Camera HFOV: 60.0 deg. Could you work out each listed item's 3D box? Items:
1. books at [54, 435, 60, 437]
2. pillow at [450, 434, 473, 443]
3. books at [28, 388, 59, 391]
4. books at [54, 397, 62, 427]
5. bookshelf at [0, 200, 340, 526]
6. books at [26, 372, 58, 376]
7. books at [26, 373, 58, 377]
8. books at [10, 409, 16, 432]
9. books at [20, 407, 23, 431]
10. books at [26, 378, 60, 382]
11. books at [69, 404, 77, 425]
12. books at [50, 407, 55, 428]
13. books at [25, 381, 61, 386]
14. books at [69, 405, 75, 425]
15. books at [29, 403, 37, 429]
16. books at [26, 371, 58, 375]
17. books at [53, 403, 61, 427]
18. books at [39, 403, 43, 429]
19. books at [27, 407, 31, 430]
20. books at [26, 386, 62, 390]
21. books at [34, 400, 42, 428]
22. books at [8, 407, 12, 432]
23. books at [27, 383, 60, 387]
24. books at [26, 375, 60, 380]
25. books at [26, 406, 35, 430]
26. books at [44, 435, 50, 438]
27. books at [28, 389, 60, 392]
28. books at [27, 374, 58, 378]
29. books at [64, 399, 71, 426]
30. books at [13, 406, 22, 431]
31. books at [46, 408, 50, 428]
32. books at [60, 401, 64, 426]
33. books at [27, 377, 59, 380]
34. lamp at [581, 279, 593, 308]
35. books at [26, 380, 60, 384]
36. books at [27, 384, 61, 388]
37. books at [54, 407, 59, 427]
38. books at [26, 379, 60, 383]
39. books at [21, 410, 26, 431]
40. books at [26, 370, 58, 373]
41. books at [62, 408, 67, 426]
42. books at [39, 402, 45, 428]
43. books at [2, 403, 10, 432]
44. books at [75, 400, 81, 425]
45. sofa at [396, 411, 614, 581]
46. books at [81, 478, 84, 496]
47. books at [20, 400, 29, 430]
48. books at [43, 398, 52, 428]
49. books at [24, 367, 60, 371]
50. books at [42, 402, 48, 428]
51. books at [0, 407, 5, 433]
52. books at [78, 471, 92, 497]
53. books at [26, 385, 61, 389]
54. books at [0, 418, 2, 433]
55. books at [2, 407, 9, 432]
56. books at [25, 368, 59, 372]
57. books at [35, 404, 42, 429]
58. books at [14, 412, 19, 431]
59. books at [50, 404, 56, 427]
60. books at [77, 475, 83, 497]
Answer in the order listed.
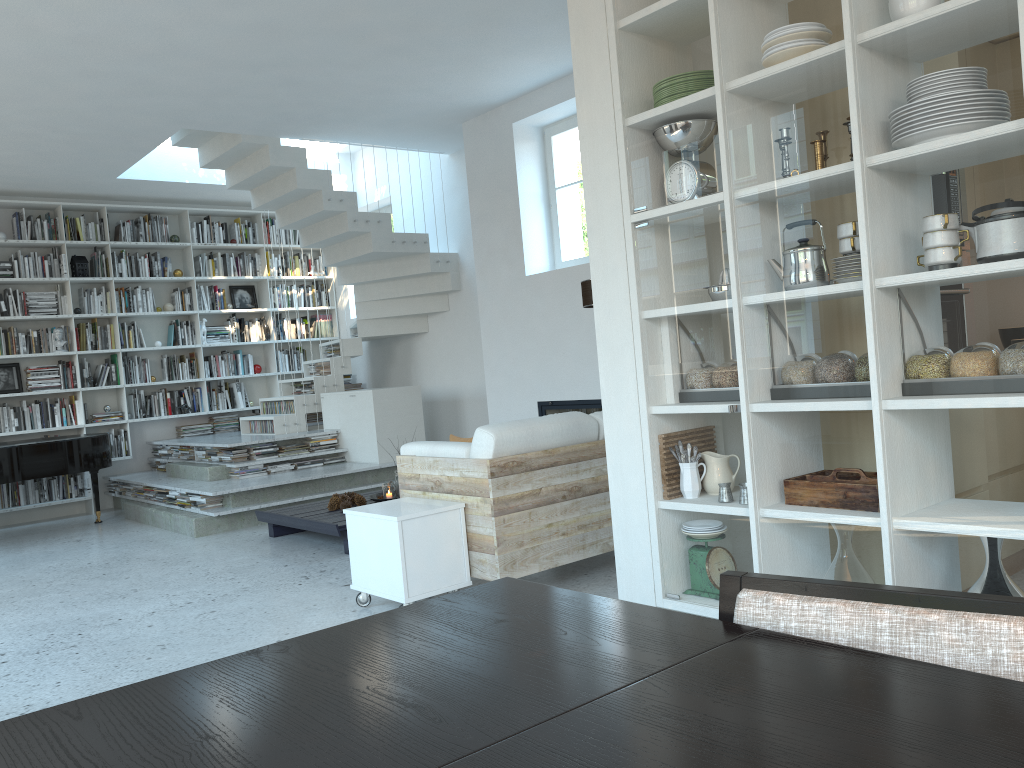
[{"bbox_3d":[-4.521,0.656,8.842,0.015,0.293,0.169,-7,2,-39],"label":"books"},{"bbox_3d":[-0.172,0.416,4.572,0.463,0.339,0.200,-4,2,45],"label":"pillow"},{"bbox_3d":[-4.665,0.055,8.836,0.254,0.012,0.161,-6,2,-37],"label":"books"},{"bbox_3d":[-4.560,0.283,8.912,0.014,0.294,0.137,-7,2,-39],"label":"books"},{"bbox_3d":[-4.589,-0.211,8.828,6.292,3.144,0.330,-6,2,-39],"label":"bookshelf"},{"bbox_3d":[-4.676,-0.101,8.828,0.254,0.012,0.161,-6,2,-43],"label":"books"},{"bbox_3d":[-4.677,-0.088,8.830,0.254,0.012,0.161,-6,2,-42],"label":"books"},{"bbox_3d":[-4.874,0.355,8.632,0.023,0.217,0.174,-7,2,-39],"label":"books"},{"bbox_3d":[-4.824,0.343,8.690,0.013,0.230,0.139,-7,2,-39],"label":"books"},{"bbox_3d":[-4.669,-0.040,8.828,0.285,0.012,0.159,-6,2,-34],"label":"books"},{"bbox_3d":[-4.448,0.310,8.984,0.011,0.216,0.166,-7,2,-39],"label":"books"},{"bbox_3d":[-4.611,0.332,8.855,0.024,0.207,0.183,-7,2,-39],"label":"books"},{"bbox_3d":[-4.674,-0.004,8.838,0.285,0.012,0.159,-6,2,-39],"label":"books"},{"bbox_3d":[-4.468,0.314,8.966,0.042,0.212,0.169,-7,2,-39],"label":"books"},{"bbox_3d":[-4.741,0.321,8.781,0.025,0.254,0.136,-7,2,-39],"label":"books"},{"bbox_3d":[-4.679,-0.113,8.829,0.254,0.012,0.161,-6,2,-42],"label":"books"},{"bbox_3d":[-4.564,0.313,8.892,0.023,0.234,0.175,-7,2,-39],"label":"books"},{"bbox_3d":[-4.691,0.318,8.810,0.011,0.252,0.158,-7,2,-39],"label":"books"},{"bbox_3d":[-4.777,0.343,8.741,0.025,0.220,0.140,-7,2,-39],"label":"books"},{"bbox_3d":[-4.662,0.043,8.830,0.285,0.012,0.159,-6,2,-44],"label":"books"},{"bbox_3d":[-4.706,0.302,8.807,0.014,0.286,0.134,-7,2,-39],"label":"books"},{"bbox_3d":[-4.906,0.345,8.635,0.021,0.244,0.141,-7,2,-39],"label":"books"},{"bbox_3d":[-4.666,0.007,8.830,0.254,0.012,0.161,-6,2,-44],"label":"books"},{"bbox_3d":[-4.671,-0.064,8.827,0.285,0.012,0.159,-6,2,-34],"label":"books"},{"bbox_3d":[-4.752,0.332,8.752,0.031,0.237,0.159,-7,2,-39],"label":"books"},{"bbox_3d":[-4.591,0.658,8.779,0.013,0.303,0.181,-7,2,-39],"label":"books"},{"bbox_3d":[-4.662,0.067,8.833,0.254,0.012,0.161,-6,2,-43],"label":"books"},{"bbox_3d":[-4.675,-0.076,8.830,0.254,0.012,0.161,-6,2,-36],"label":"books"},{"bbox_3d":[-4.504,0.288,8.952,0.026,0.272,0.175,-7,2,-39],"label":"books"},{"bbox_3d":[-4.834,0.341,8.669,0.029,0.238,0.166,-7,2,-39],"label":"books"},{"bbox_3d":[-4.645,0.338,8.843,0.021,0.203,0.128,-7,2,-39],"label":"books"},{"bbox_3d":[-4.552,0.301,8.928,0.014,0.256,0.145,-7,2,-39],"label":"books"},{"bbox_3d":[-4.670,-0.052,8.828,0.254,0.012,0.161,-6,2,-44],"label":"books"},{"bbox_3d":[1.185,-0.083,5.571,1.559,1.966,0.470,-4,2,36],"label":"lamp"},{"bbox_3d":[-4.673,-0.016,8.836,0.285,0.012,0.159,-6,2,-38],"label":"books"},{"bbox_3d":[-4.664,0.019,8.830,0.285,0.012,0.159,-6,2,-34],"label":"books"},{"bbox_3d":[-4.581,0.330,8.878,0.023,0.204,0.167,-7,2,-39],"label":"books"},{"bbox_3d":[-4.673,-0.028,8.834,0.285,0.012,0.159,-6,2,-37],"label":"books"},{"bbox_3d":[-4.801,0.358,8.692,0.023,0.196,0.165,-7,2,-39],"label":"books"},{"bbox_3d":[-4.679,-0.125,8.827,0.254,0.012,0.161,-6,2,-43],"label":"books"},{"bbox_3d":[-4.519,0.334,8.922,0.023,0.183,0.169,-7,2,-39],"label":"books"},{"bbox_3d":[-4.676,0.312,8.809,0.010,0.261,0.181,-7,2,-39],"label":"books"},{"bbox_3d":[-4.909,0.326,8.609,0.013,0.282,0.166,-7,2,-39],"label":"books"},{"bbox_3d":[-4.421,0.292,9.000,0.033,0.246,0.176,-7,2,-39],"label":"books"},{"bbox_3d":[0.487,0.542,5.094,2.193,0.854,0.871,-6,2,-39],"label":"sofa"},{"bbox_3d":[-4.389,1.048,9.018,0.023,0.182,0.148,-7,2,-39],"label":"books"},{"bbox_3d":[-4.794,0.309,8.716,0.026,0.292,0.152,-7,2,-39],"label":"books"},{"bbox_3d":[-4.630,0.289,8.844,0.012,0.297,0.178,-7,2,-39],"label":"books"},{"bbox_3d":[-4.679,-0.149,8.824,0.285,0.012,0.159,-6,2,-44],"label":"books"},{"bbox_3d":[-4.657,0.308,8.815,0.028,0.264,0.161,-7,2,-39],"label":"books"},{"bbox_3d":[-4.956,0.348,8.597,0.024,0.248,0.132,-7,2,-39],"label":"books"},{"bbox_3d":[-4.326,0.999,8.983,0.038,0.269,0.277,-7,2,-39],"label":"books"},{"bbox_3d":[-4.669,0.031,8.837,0.285,0.012,0.159,-6,2,-40],"label":"books"},{"bbox_3d":[-4.981,0.329,8.585,0.027,0.291,0.140,-7,2,-39],"label":"books"},{"bbox_3d":[-4.925,0.346,8.600,0.027,0.246,0.179,-7,2,-39],"label":"books"},{"bbox_3d":[-4.682,-0.137,8.830,0.285,0.012,0.159,-6,2,-37],"label":"books"},{"bbox_3d":[-4.704,0.323,8.776,0.026,0.245,0.191,-7,2,-39],"label":"books"},{"bbox_3d":[-4.849,0.370,8.646,0.029,0.184,0.174,-7,2,-39],"label":"books"},{"bbox_3d":[-4.604,0.317,8.875,0.014,0.235,0.154,-7,2,-39],"label":"books"},{"bbox_3d":[-4.403,1.031,8.991,0.029,0.218,0.191,-7,2,-39],"label":"books"}]
